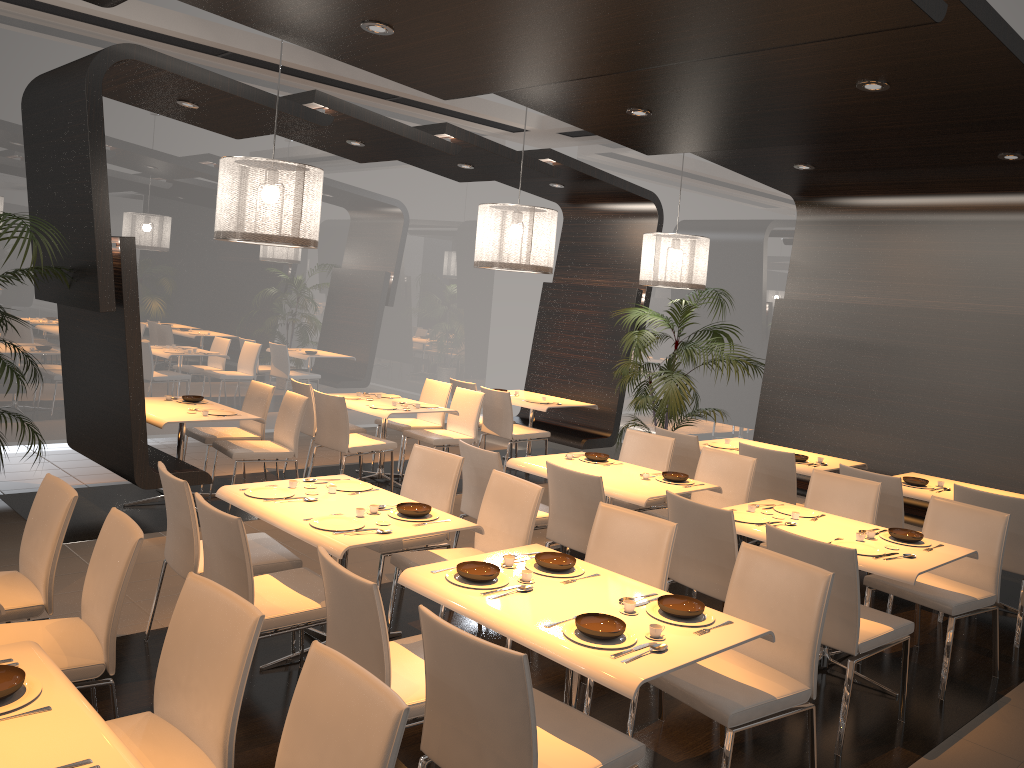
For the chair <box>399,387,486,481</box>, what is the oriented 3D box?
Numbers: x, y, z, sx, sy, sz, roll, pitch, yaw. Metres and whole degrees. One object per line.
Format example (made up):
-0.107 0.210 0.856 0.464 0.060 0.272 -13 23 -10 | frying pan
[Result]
-0.625 0.488 8.173 0.604 0.867 0.486 2 3 -41 | chair

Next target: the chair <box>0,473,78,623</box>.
-2.102 0.846 3.493 0.604 0.867 0.486 2 3 -41 | chair

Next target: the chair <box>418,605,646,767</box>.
0.032 1.110 2.675 0.486 0.867 0.604 7 4 44 | chair

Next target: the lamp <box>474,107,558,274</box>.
0.089 -1.854 6.964 0.626 1.926 0.629 4 2 -16 | lamp

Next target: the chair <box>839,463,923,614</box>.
2.480 0.987 5.857 0.604 0.867 0.486 3 3 -36 | chair

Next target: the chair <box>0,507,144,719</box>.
-1.649 0.929 3.059 0.604 0.867 0.486 3 3 -36 | chair

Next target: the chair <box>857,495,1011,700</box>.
2.255 1.091 4.694 0.604 0.872 0.486 3 3 -36 | chair

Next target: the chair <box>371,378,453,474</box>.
-0.970 0.406 8.719 0.604 0.872 0.486 2 3 -41 | chair

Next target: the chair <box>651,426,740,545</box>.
1.432 0.793 6.913 0.604 0.872 0.486 3 3 -36 | chair

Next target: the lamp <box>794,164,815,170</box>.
2.335 -1.747 7.059 0.161 0.050 0.162 1 7 -38 | lamp

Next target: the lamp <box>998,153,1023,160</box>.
3.370 -1.548 5.965 0.161 0.050 0.162 1 7 -38 | lamp

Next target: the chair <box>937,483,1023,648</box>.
3.038 1.072 5.489 0.604 0.867 0.486 2 3 -41 | chair

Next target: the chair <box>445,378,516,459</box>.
-0.344 0.393 9.327 0.604 0.867 0.486 2 3 -41 | chair

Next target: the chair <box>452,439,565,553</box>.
-0.024 0.809 5.546 0.604 0.867 0.486 3 3 -36 | chair

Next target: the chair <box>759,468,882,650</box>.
1.832 0.998 5.244 0.486 0.872 0.604 7 4 44 | chair

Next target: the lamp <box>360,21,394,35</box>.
-0.642 -1.714 4.222 0.161 0.050 0.160 9 7 40 | lamp

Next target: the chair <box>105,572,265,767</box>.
-1.064 1.048 2.406 0.486 0.872 0.604 7 4 44 | chair

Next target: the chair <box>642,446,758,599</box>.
1.224 0.891 5.771 0.604 0.867 0.486 2 3 -41 | chair

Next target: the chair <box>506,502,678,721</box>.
0.348 1.019 3.830 0.486 0.872 0.604 7 4 44 | chair

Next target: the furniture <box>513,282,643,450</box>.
0.572 -0.265 9.666 0.755 1.672 1.409 3 4 -44 | furniture

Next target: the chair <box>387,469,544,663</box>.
-0.223 0.914 4.389 0.604 0.872 0.486 3 3 -36 | chair

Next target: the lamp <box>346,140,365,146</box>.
-1.352 -2.097 7.649 0.162 0.055 0.161 9 7 40 | lamp

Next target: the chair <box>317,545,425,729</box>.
-0.375 1.030 3.115 0.604 0.867 0.486 3 3 -36 | chair

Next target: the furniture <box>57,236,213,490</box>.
-2.794 -0.218 6.460 0.755 1.672 1.409 3 4 -44 | furniture

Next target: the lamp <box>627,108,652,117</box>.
0.808 -1.734 5.604 0.161 0.050 0.162 1 7 -38 | lamp

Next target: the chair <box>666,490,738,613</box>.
1.103 1.009 4.547 0.604 0.872 0.486 3 3 -36 | chair

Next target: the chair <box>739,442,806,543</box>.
1.962 0.879 6.506 0.486 0.872 0.604 7 4 44 | chair

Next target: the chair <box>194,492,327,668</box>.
-1.018 0.913 3.730 0.604 0.867 0.486 2 3 -41 | chair

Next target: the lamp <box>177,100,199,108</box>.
-2.427 -2.109 6.622 0.160 0.054 0.161 1 7 -38 | lamp

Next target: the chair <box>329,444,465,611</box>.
-0.646 0.820 4.939 0.486 0.867 0.604 7 4 44 | chair

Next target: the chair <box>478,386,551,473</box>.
0.000 0.481 8.781 0.604 0.872 0.486 2 3 -41 | chair

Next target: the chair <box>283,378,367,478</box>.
-1.707 0.409 8.062 0.604 0.867 0.486 3 3 -36 | chair

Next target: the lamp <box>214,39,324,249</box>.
-1.452 -1.832 5.496 0.626 1.926 0.629 4 2 -16 | lamp

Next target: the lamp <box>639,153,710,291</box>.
1.606 -1.875 8.409 0.626 1.926 0.629 4 2 -12 | lamp

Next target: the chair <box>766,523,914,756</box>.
1.460 1.092 4.035 0.604 0.872 0.486 2 3 -41 | chair

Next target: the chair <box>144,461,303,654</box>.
-1.381 0.831 4.227 0.604 0.867 0.486 3 3 -36 | chair

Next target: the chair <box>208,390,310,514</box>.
-1.954 0.510 6.880 0.604 0.867 0.486 3 3 -36 | chair

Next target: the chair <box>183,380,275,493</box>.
-2.358 0.428 7.371 0.604 0.872 0.486 2 3 -41 | chair

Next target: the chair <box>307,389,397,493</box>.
-1.355 0.503 7.456 0.486 0.872 0.604 7 4 44 | chair

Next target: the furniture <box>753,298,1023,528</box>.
3.169 0.228 6.990 0.755 1.670 2.917 3 5 -44 | furniture

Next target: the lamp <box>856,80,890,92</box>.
1.843 -1.535 4.510 0.161 0.050 0.162 1 7 -38 | lamp

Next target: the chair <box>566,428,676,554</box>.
0.800 0.799 6.322 0.486 0.867 0.604 7 4 44 | chair

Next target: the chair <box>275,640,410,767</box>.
-0.611 1.130 1.973 0.604 0.872 0.486 2 3 -41 | chair

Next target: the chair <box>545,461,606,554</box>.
0.506 0.901 5.109 0.604 0.872 0.486 2 3 -41 | chair

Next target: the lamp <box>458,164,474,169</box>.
-0.444 -2.110 8.514 0.162 0.055 0.161 9 7 40 | lamp

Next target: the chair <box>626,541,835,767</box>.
0.827 1.109 3.333 0.604 0.867 0.486 3 3 -36 | chair
